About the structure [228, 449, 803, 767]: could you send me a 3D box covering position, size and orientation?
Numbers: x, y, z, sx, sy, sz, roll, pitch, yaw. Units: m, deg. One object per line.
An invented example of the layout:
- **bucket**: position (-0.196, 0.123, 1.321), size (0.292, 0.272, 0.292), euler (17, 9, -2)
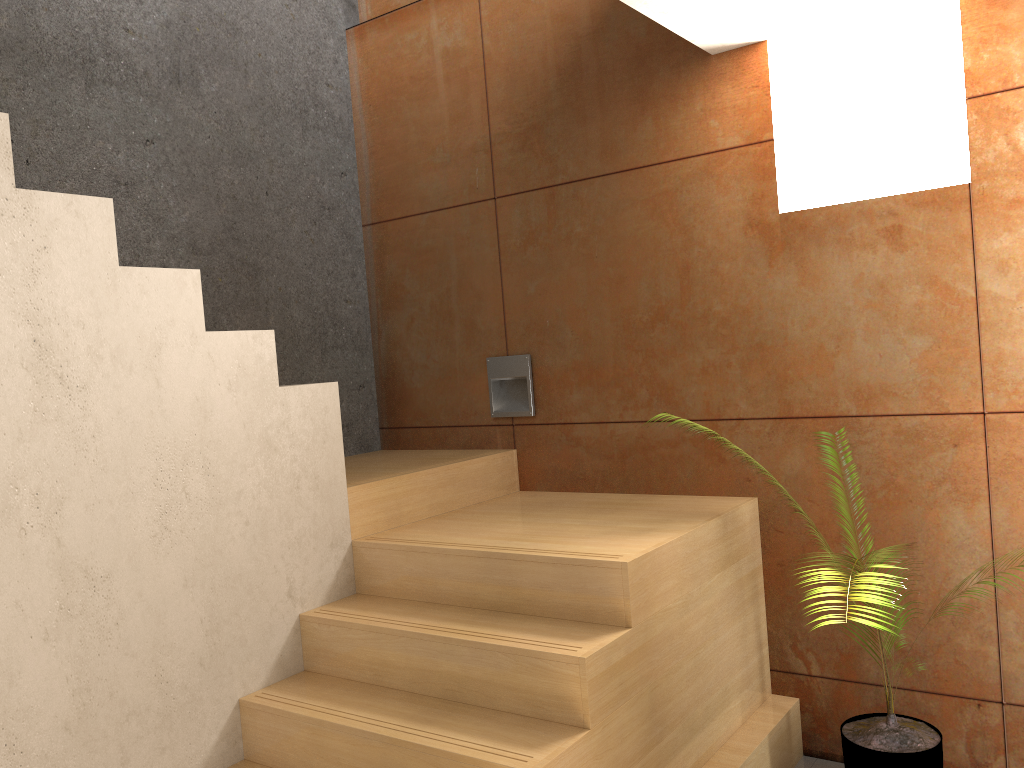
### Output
- **structure**: position (-0.486, 0.910, 2.746), size (1.950, 1.110, 2.400), euler (-3, 2, 35)

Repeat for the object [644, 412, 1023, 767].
- **object**: position (-0.715, 0.983, 0.826), size (4.200, 1.455, 6.200), euler (-3, 2, 35)

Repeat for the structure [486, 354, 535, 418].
- **structure**: position (0.015, 0.008, 3.823), size (0.220, 0.260, 0.096), euler (-3, 2, 35)
